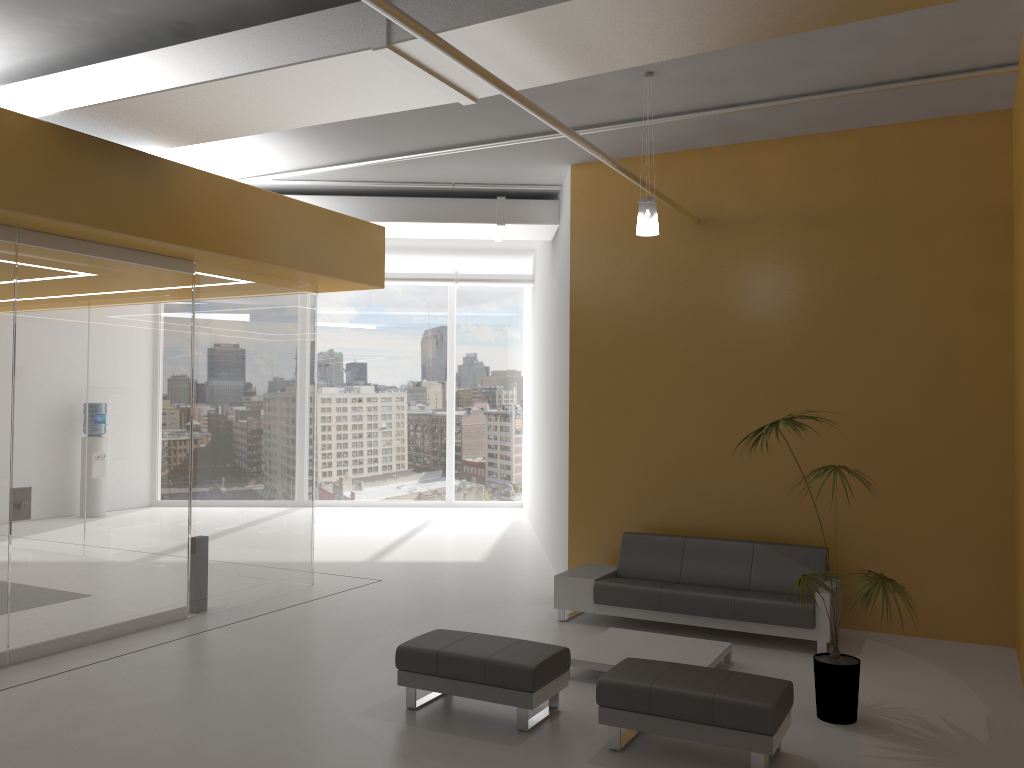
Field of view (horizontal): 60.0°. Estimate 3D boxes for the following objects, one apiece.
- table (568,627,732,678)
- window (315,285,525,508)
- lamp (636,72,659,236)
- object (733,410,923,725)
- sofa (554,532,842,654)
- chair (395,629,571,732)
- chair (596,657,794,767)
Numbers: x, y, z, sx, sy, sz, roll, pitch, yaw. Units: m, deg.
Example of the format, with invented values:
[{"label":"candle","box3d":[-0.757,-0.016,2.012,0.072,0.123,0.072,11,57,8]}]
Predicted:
[{"label":"table","box3d":[1.028,2.068,6.646,1.000,0.150,1.000,0,-2,27]},{"label":"window","box3d":[-2.606,0.128,17.184,8.533,4.498,0.100,1,-1,-3]},{"label":"lamp","box3d":[1.029,-1.744,6.715,0.174,1.227,0.174,1,-2,-21]},{"label":"object","box3d":[1.973,1.148,5.687,0.912,1.956,1.222,1,-2,-22]},{"label":"sofa","box3d":[1.623,1.799,7.906,2.400,0.761,0.860,0,-2,27]},{"label":"chair","box3d":[-0.188,1.899,5.765,1.012,0.423,0.575,0,-2,27]},{"label":"chair","box3d":[1.051,1.893,5.097,1.012,0.423,0.575,0,-2,27]}]
